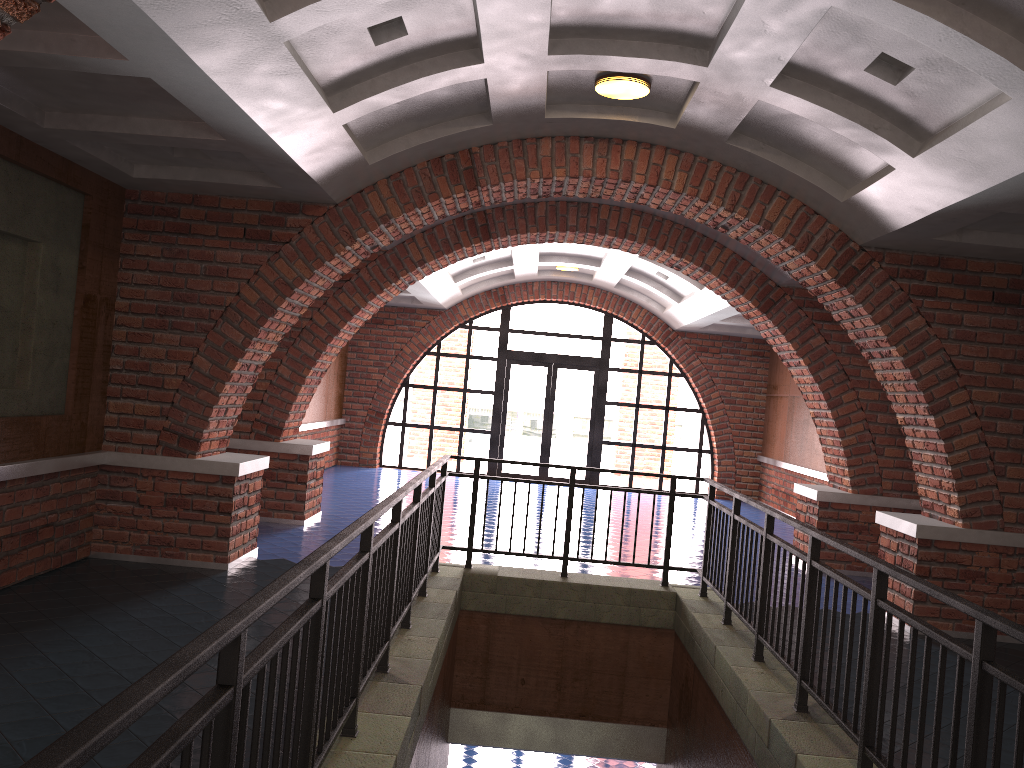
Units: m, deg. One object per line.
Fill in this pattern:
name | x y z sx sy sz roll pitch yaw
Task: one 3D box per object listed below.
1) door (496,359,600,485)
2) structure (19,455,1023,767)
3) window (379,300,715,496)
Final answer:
door | 0.677 0.712 16.672 1.754 2.236 0.040 5 -1 1
structure | 0.203 3.456 2.106 2.464 5.665 11.176 5 -1 1
window | 0.779 0.151 16.671 6.353 3.471 0.100 5 -1 1
